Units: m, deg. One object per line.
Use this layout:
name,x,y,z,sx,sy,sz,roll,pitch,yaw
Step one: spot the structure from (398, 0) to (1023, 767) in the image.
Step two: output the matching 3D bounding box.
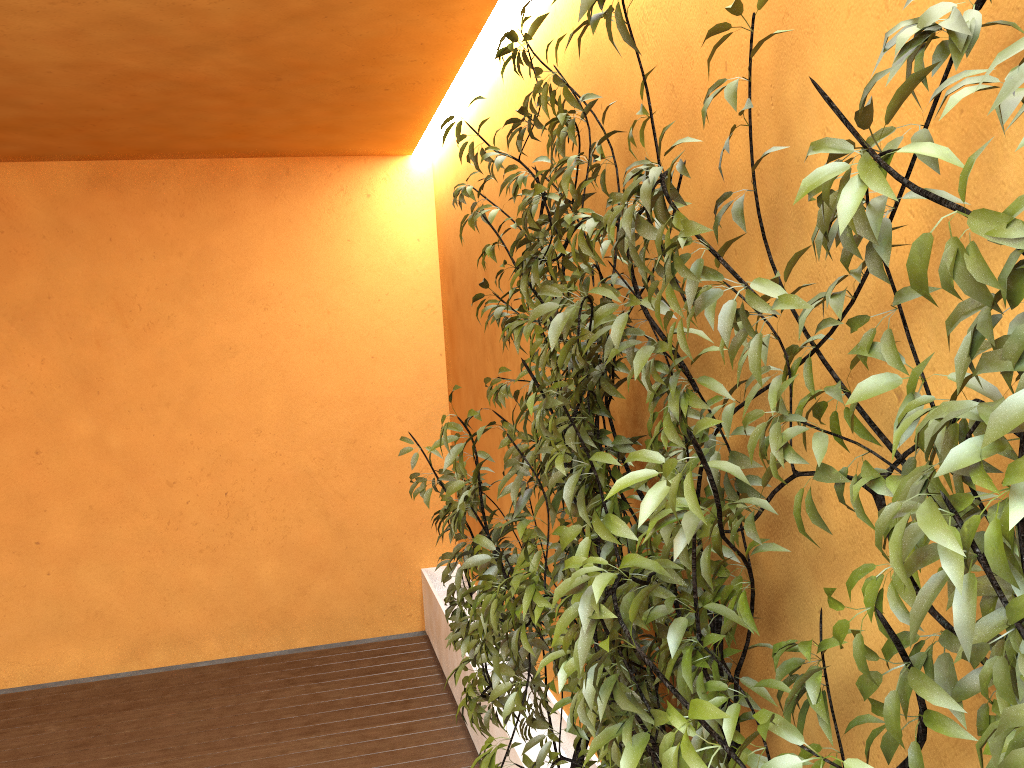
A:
structure,0.235,0.238,1.610,0.622,2.483,3.166,-5,3,-14
